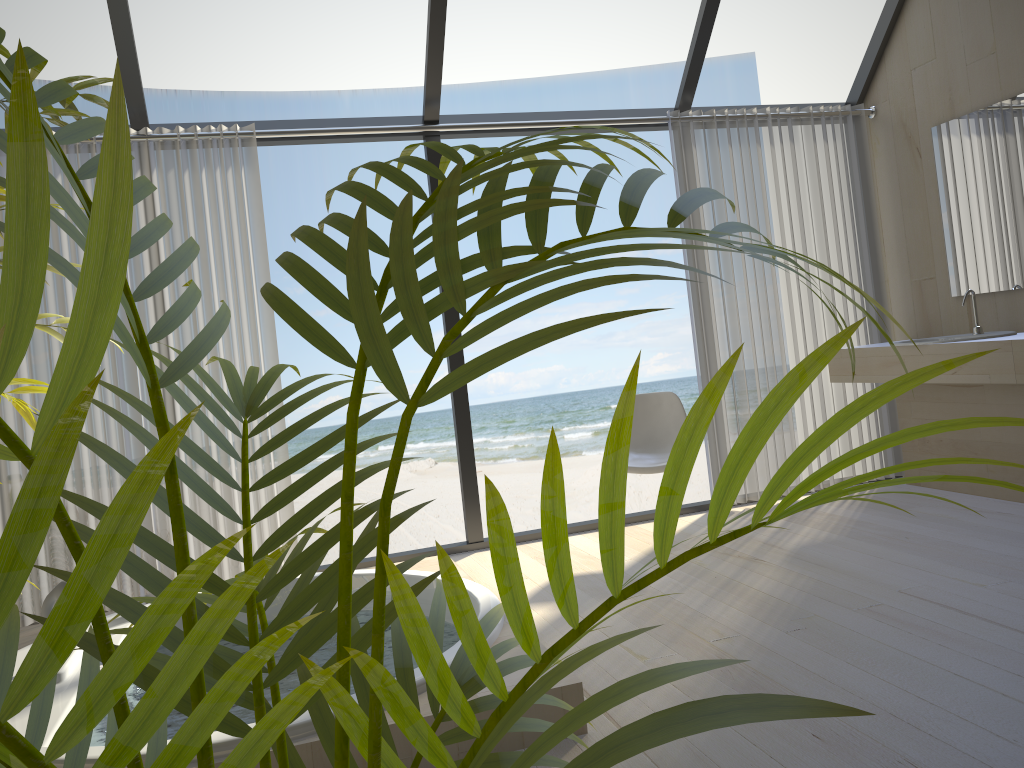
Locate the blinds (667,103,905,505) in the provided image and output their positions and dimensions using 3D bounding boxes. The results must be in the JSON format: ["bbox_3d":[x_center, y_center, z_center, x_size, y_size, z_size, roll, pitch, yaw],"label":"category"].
[{"bbox_3d":[1.483,-0.458,4.754,1.184,2.073,0.084,-6,-1,-16],"label":"blinds"}]

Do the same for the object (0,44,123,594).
[{"bbox_3d":[-1.147,0.146,1.446,0.786,1.759,0.935,-6,-1,9],"label":"object"}]

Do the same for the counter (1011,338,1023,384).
[{"bbox_3d":[2.468,0.188,3.030,0.551,0.791,1.203,-6,1,-16],"label":"counter"}]

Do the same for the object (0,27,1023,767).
[{"bbox_3d":[-0.111,0.262,0.611,1.068,1.347,0.870,-6,0,-27],"label":"object"}]

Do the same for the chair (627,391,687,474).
[{"bbox_3d":[0.649,0.227,4.118,0.368,0.348,0.455,-6,1,13],"label":"chair"}]

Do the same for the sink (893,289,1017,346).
[{"bbox_3d":[2.059,-0.224,4.153,0.504,0.420,0.573,-6,1,-12],"label":"sink"}]

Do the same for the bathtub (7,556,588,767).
[{"bbox_3d":[-0.916,0.897,2.696,1.824,0.699,1.644,-7,2,-16],"label":"bathtub"}]

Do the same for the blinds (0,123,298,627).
[{"bbox_3d":[-1.629,-0.085,3.855,1.184,2.073,0.084,-6,-1,-16],"label":"blinds"}]

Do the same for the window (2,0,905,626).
[{"bbox_3d":[-0.049,-0.612,4.130,4.568,2.817,0.743,-7,-1,-16],"label":"window"}]

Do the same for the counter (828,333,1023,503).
[{"bbox_3d":[2.140,0.183,4.189,0.551,0.791,1.203,-6,1,-16],"label":"counter"}]

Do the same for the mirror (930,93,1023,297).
[{"bbox_3d":[2.284,-0.874,4.200,0.023,0.869,0.652,-6,0,-16],"label":"mirror"}]
